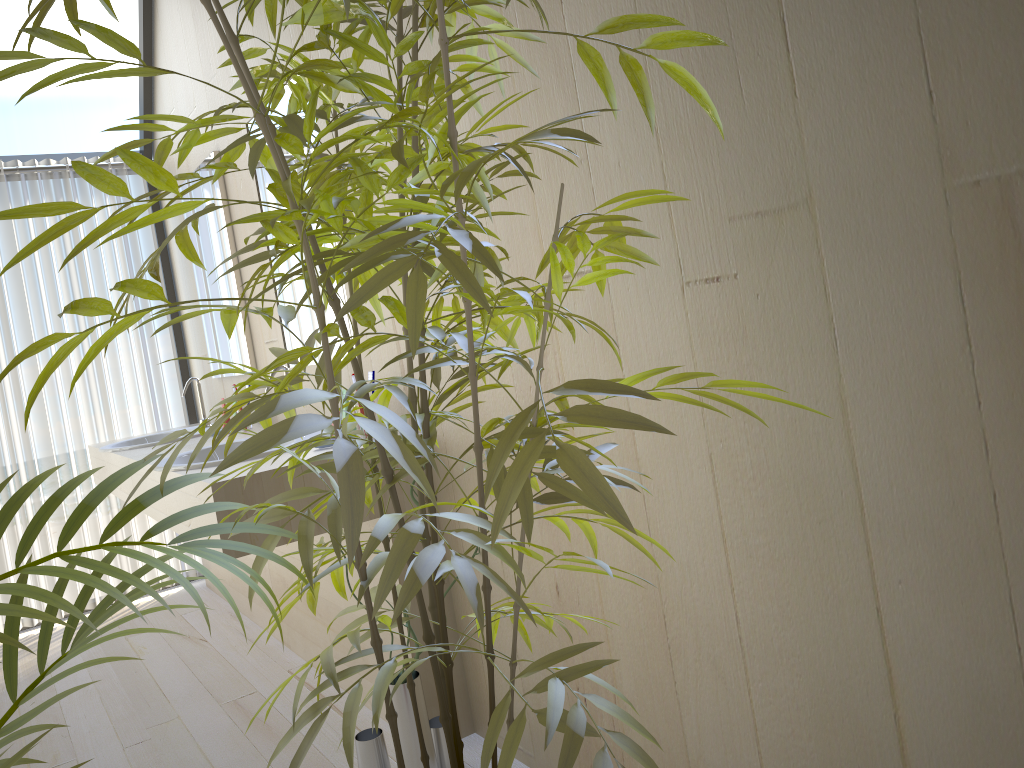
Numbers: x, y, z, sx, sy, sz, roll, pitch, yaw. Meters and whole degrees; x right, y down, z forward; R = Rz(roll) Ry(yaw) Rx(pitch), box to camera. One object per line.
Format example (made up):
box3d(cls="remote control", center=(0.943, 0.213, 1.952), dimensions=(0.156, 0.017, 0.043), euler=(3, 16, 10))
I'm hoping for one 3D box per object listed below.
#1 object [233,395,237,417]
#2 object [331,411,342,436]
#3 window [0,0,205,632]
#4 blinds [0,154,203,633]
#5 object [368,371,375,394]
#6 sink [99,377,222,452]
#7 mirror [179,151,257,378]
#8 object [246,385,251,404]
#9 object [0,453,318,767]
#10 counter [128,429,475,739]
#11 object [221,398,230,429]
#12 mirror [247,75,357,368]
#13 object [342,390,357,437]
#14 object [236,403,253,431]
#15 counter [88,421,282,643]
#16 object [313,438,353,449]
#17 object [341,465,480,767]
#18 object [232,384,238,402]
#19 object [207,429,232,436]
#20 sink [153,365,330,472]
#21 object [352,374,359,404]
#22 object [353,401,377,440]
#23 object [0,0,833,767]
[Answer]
box3d(cls="object", center=(-1.089, 0.110, 3.500), dimensions=(0.039, 0.134, 0.039), euler=(-9, 1, 17))
box3d(cls="object", center=(-0.468, 0.092, 2.360), dimensions=(0.039, 0.134, 0.039), euler=(-9, 1, 10))
box3d(cls="window", center=(-3.444, -0.032, 2.989), dimensions=(4.583, 2.810, 0.742), euler=(-12, 2, -32))
box3d(cls="blinds", center=(-2.132, 0.016, 4.010), dimensions=(1.188, 2.068, 0.084), euler=(-11, 1, -32))
box3d(cls="object", center=(-0.370, 0.055, 2.310), dimensions=(0.054, 0.175, 0.012), euler=(-10, 1, -6))
box3d(cls="sink", center=(-1.404, 0.202, 3.590), dimensions=(0.506, 0.419, 0.572), euler=(-11, 3, -28))
box3d(cls="mirror", center=(-1.237, -0.462, 3.691), dimensions=(0.023, 0.867, 0.651), euler=(-10, 2, -31))
box3d(cls="object", center=(-0.998, 0.083, 3.336), dimensions=(0.054, 0.175, 0.012), euler=(-10, 1, -6))
box3d(cls="object", center=(-0.640, 0.510, 0.654), dimensions=(0.915, 1.156, 0.752), euler=(-10, 2, 2))
box3d(cls="counter", center=(-0.685, 0.575, 2.625), dimensions=(0.553, 0.789, 1.202), euler=(-11, 3, -31))
box3d(cls="object", center=(-1.096, 0.120, 3.386), dimensions=(0.039, 0.134, 0.039), euler=(-9, 1, 17))
box3d(cls="mirror", center=(-0.674, -0.491, 2.824), dimensions=(0.023, 0.867, 0.651), euler=(-10, 2, -31))
box3d(cls="object", center=(-0.461, 0.082, 2.474), dimensions=(0.039, 0.134, 0.039), euler=(-9, 1, 10))
box3d(cls="object", center=(-1.007, 0.127, 3.335), dimensions=(0.059, 0.100, 0.058), euler=(-10, 2, -25))
box3d(cls="counter", center=(-1.313, 0.603, 3.651), dimensions=(0.553, 0.789, 1.202), euler=(-11, 3, -31))
box3d(cls="object", center=(-0.462, 0.147, 2.280), dimensions=(0.104, 0.029, 0.033), euler=(-9, 3, 9))
box3d(cls="object", center=(-0.202, 0.553, 2.058), dimensions=(0.409, 0.748, 0.273), euler=(-11, 2, -44))
box3d(cls="object", center=(-1.018, 0.088, 3.305), dimensions=(0.012, 0.178, 0.050), euler=(-9, 1, 8))
box3d(cls="object", center=(-1.090, 0.175, 3.306), dimensions=(0.104, 0.029, 0.033), euler=(-9, 3, 9))
box3d(cls="sink", center=(-0.776, 0.174, 2.565), dimensions=(0.506, 0.419, 0.572), euler=(-11, 3, -28))
box3d(cls="object", center=(-0.390, 0.060, 2.279), dimensions=(0.012, 0.178, 0.050), euler=(-9, 1, 8))
box3d(cls="object", center=(-0.379, 0.099, 2.310), dimensions=(0.058, 0.100, 0.058), euler=(-10, 2, -21))
box3d(cls="object", center=(-0.083, 0.093, 1.078), dimensions=(0.788, 1.754, 0.936), euler=(-10, 2, -6))
